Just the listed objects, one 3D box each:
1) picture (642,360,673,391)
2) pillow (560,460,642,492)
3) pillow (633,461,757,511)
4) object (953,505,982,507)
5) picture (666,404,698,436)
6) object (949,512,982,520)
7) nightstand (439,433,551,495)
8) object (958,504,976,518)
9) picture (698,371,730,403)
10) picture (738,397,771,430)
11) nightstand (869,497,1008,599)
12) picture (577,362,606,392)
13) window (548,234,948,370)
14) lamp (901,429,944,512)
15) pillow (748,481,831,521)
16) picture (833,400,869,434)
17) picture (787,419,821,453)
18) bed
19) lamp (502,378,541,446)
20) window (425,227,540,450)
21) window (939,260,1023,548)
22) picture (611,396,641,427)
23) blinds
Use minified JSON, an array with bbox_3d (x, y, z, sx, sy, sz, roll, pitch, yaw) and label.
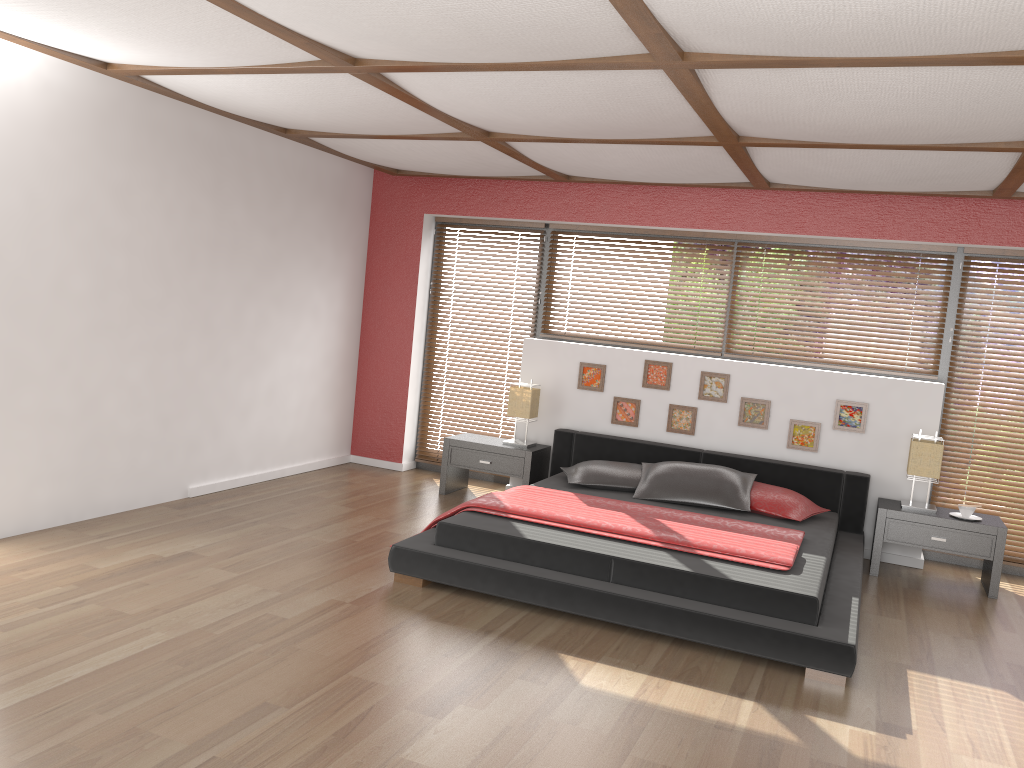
[{"bbox_3d":[1.038,-0.064,6.344,0.200,0.200,0.010,8,5,22],"label":"picture"},{"bbox_3d":[0.707,0.612,5.882,0.745,0.172,0.418,5,5,-3],"label":"pillow"},{"bbox_3d":[1.151,0.627,5.607,0.744,0.241,0.386,7,5,17],"label":"pillow"},{"bbox_3d":[2.736,0.733,5.336,0.192,0.007,0.007,5,5,-9],"label":"object"},{"bbox_3d":[1.204,0.253,6.289,0.200,0.200,0.010,8,5,22],"label":"picture"},{"bbox_3d":[2.739,0.803,5.356,0.179,0.012,0.179,1,7,-43],"label":"object"},{"bbox_3d":[-0.126,0.638,6.589,0.700,0.423,0.413,8,5,22],"label":"nightstand"},{"bbox_3d":[2.742,0.771,5.353,0.099,0.069,0.099,1,7,-43],"label":"object"},{"bbox_3d":[1.410,0.021,6.194,0.200,0.200,0.010,8,5,22],"label":"picture"},{"bbox_3d":[1.666,0.201,6.097,0.200,0.200,0.010,8,5,22],"label":"picture"},{"bbox_3d":[2.611,0.999,5.477,0.700,0.423,0.413,8,5,22],"label":"nightstand"},{"bbox_3d":[0.587,-0.051,6.531,0.200,0.200,0.010,8,5,22],"label":"picture"},{"bbox_3d":[1.602,-0.630,6.470,2.817,0.786,0.020,8,5,22],"label":"window"},{"bbox_3d":[2.562,0.526,5.520,0.200,0.480,0.200,8,5,22],"label":"lamp"},{"bbox_3d":[1.566,0.721,5.591,0.745,0.172,0.418,10,6,41],"label":"pillow"},{"bbox_3d":[2.237,0.215,5.862,0.200,0.200,0.010,8,5,22],"label":"picture"},{"bbox_3d":[1.967,0.349,5.979,0.200,0.200,0.010,8,5,22],"label":"picture"},{"bbox_3d":[0.737,0.766,5.156,2.469,0.577,2.413,8,5,22],"label":"bed"},{"bbox_3d":[0.080,0.198,6.528,0.200,0.480,0.200,8,5,22],"label":"lamp"},{"bbox_3d":[-0.247,-0.328,7.245,0.889,1.893,0.020,8,5,22],"label":"window"},{"bbox_3d":[3.341,0.145,5.788,0.889,1.893,0.020,8,5,22],"label":"window"},{"bbox_3d":[0.827,0.202,6.443,0.200,0.200,0.010,8,5,22],"label":"picture"},{"bbox_3d":[1.516,-0.054,6.457,4.840,1.952,0.032,8,5,22],"label":"blinds"}]
